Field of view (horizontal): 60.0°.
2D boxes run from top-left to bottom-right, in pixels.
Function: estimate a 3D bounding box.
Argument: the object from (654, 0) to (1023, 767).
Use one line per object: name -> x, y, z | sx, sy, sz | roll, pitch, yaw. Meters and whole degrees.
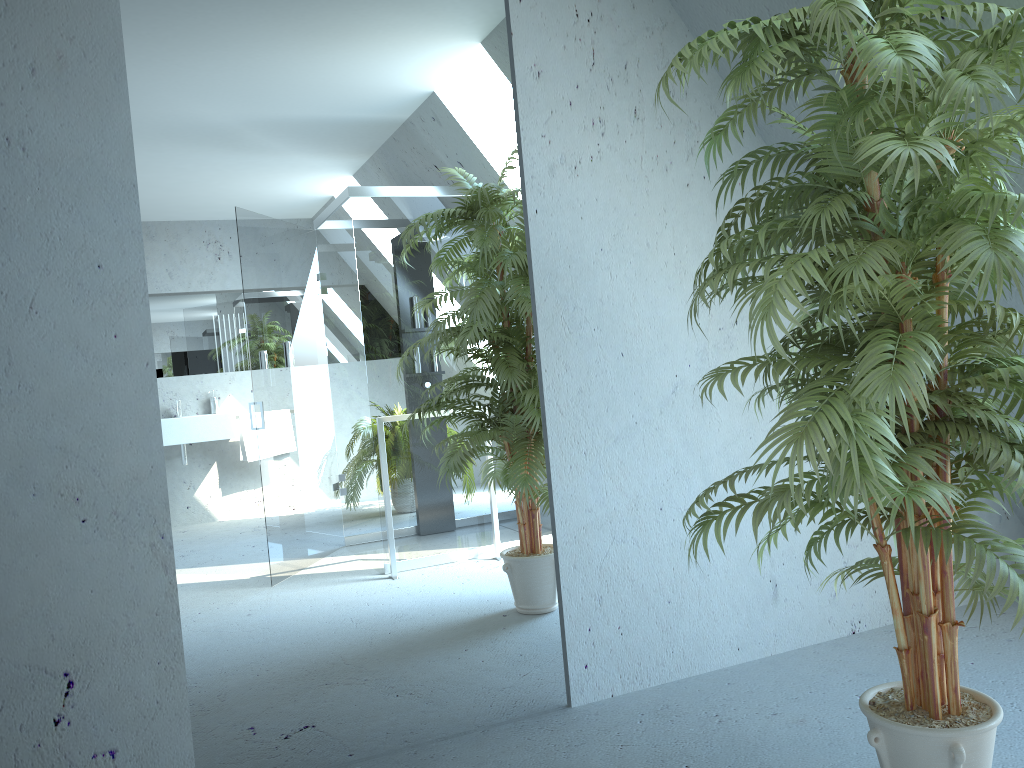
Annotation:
object -> 0.853, -0.059, 1.920 | 0.980, 2.034, 1.020 | -5, 1, 26
